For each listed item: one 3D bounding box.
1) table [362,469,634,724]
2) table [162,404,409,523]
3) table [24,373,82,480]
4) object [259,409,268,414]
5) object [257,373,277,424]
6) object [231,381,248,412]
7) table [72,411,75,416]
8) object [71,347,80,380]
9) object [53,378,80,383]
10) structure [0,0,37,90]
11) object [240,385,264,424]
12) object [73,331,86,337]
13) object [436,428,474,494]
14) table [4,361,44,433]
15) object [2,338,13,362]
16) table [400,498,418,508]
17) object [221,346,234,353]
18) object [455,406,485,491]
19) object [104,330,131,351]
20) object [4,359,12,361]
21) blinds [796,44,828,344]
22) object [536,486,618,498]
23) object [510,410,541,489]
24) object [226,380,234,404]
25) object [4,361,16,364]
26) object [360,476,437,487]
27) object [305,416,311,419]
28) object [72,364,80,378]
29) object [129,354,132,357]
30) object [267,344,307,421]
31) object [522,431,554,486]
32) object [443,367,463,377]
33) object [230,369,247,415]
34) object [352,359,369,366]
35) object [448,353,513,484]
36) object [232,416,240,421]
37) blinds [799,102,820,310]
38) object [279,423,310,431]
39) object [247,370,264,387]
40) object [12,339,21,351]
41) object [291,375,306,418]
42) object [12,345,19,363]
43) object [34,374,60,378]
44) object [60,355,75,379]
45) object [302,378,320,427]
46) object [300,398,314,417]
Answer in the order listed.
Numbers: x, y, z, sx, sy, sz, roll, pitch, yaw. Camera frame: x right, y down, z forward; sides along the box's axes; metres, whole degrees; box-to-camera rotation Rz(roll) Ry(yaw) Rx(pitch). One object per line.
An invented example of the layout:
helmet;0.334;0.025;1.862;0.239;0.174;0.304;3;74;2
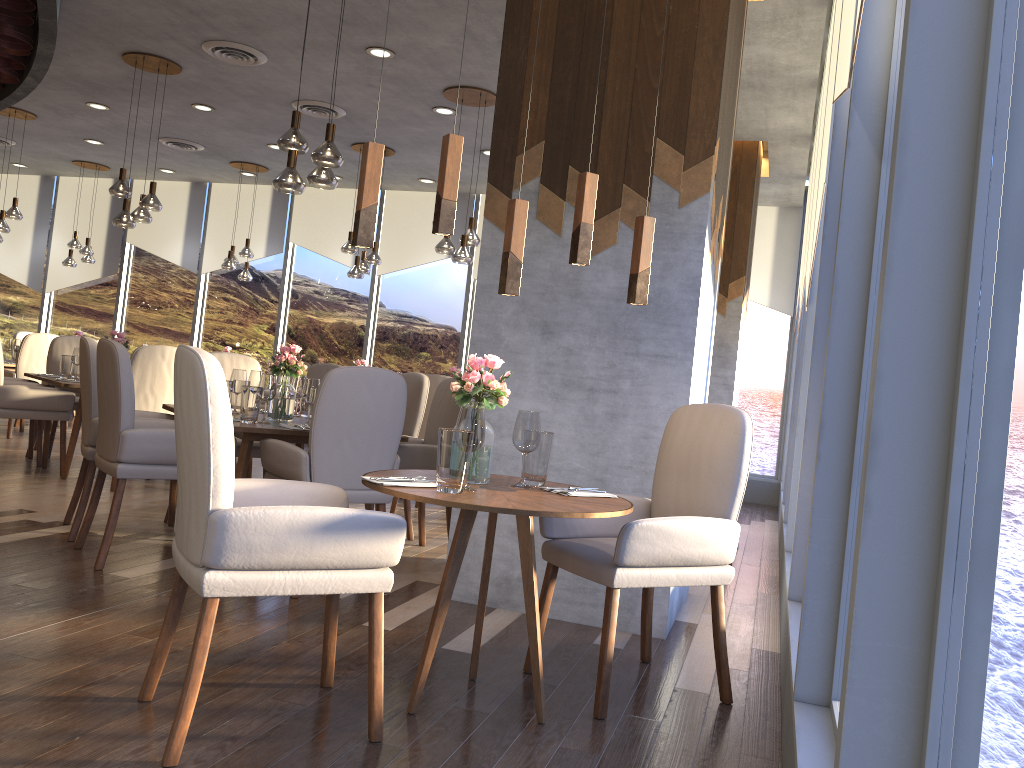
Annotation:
table;-0.078;0.652;2.727;0.834;0.663;0.833;6;-1;8
table;-1.284;0.522;4.737;0.963;0.666;1.308;7;-1;-32
table;-3.151;0.323;6.855;0.963;0.666;1.309;7;-1;-40
object;-1.457;0.160;5.202;0.157;0.019;0.255;6;0;-28
object;-1.207;0.073;4.354;0.092;0.245;0.092;6;-2;13
object;-1.564;0.068;5.086;0.102;0.178;0.102;6;-1;-2
table;-5.687;0.055;11.228;0.834;0.663;0.832;6;-1;19
object;-3.390;-0.160;6.914;0.092;0.245;0.092;6;-2;9
object;-3.195;-0.026;6.460;0.254;0.019;0.157;6;0;-39
structure;-5.119;-2.636;6.252;2.749;0.557;9.466;6;0;-43
object;-1.254;0.101;4.253;0.102;0.178;0.102;6;-1;-3
object;-5.568;-0.474;11.361;0.210;0.416;0.197;5;-2;39
object;-0.167;0.220;2.526;0.102;0.178;0.102;6;-1;1
table;-5.367;0.086;8.921;1.309;0.666;0.962;6;-1;33
object;-4.997;-0.331;8.766;0.092;0.245;0.092;5;-2;33
table;-0.652;0.593;6.831;0.833;0.663;0.834;6;-1;-9
object;-3.323;-0.233;10.300;0.198;0.416;0.210;6;-2;14
object;-0.130;0.191;2.631;0.092;0.245;0.092;6;-2;7
object;-3.081;-0.209;6.881;0.210;0.416;0.198;7;-2;-26
object;-5.359;-0.257;9.334;0.157;0.019;0.254;6;0;33
blinds;2.232;-1.667;6.517;0.007;2.683;1.171;6;-2;17
object;0.196;0.339;2.834;0.254;0.019;0.157;6;0;-31
object;0.043;0.209;2.848;0.092;0.245;0.092;5;-2;39
object;-1.549;0.069;4.744;0.102;0.178;0.102;6;-1;7
object;-4.938;-0.212;8.612;0.255;0.019;0.157;6;0;31
object;-0.307;0.285;2.626;0.254;0.019;0.157;6;0;-35
object;-1.089;0.199;5.124;0.254;0.019;0.157;6;0;-31
object;-3.490;-0.138;7.141;0.102;0.178;0.102;7;-2;-32
object;-2.847;-0.102;6.613;0.092;0.245;0.092;7;-2;-17
object;-1.212;-0.010;4.733;0.210;0.416;0.198;6;-2;-6
object;0.081;0.247;2.948;0.102;0.178;0.102;7;-2;-25
object;-0.455;0.073;6.912;0.210;0.416;0.198;7;-2;-26
object;-1.503;0.041;4.846;0.092;0.245;0.092;6;-2;13
object;-1.528;-0.041;8.844;0.210;0.416;0.198;6;-2;-11
object;-0.111;0.107;2.836;0.210;0.416;0.198;6;-2;-6
object;-1.384;0.167;4.364;0.254;0.019;0.157;6;0;-29
blinds;2.619;-1.911;7.722;0.007;2.683;1.171;6;-2;17
object;-1.030;0.205;4.290;0.157;0.019;0.255;6;0;-33
object;-1.462;0.046;5.041;0.092;0.245;0.092;6;-2;19
object;-5.021;-0.334;8.960;0.092;0.245;0.092;7;-2;-38
object;-1.241;0.070;5.138;0.092;0.245;0.092;6;-2;17
object;-4.892;-0.287;8.777;0.102;0.178;0.102;5;-2;37
object;-3.567;-0.066;6.896;0.254;0.019;0.157;6;0;-39
object;-3.420;-0.130;6.807;0.102;0.178;0.102;7;-2;-23
object;-1.016;0.093;4.460;0.092;0.245;0.092;5;-2;37
object;-1.204;0.107;5.238;0.102;0.178;0.102;7;-2;-25
